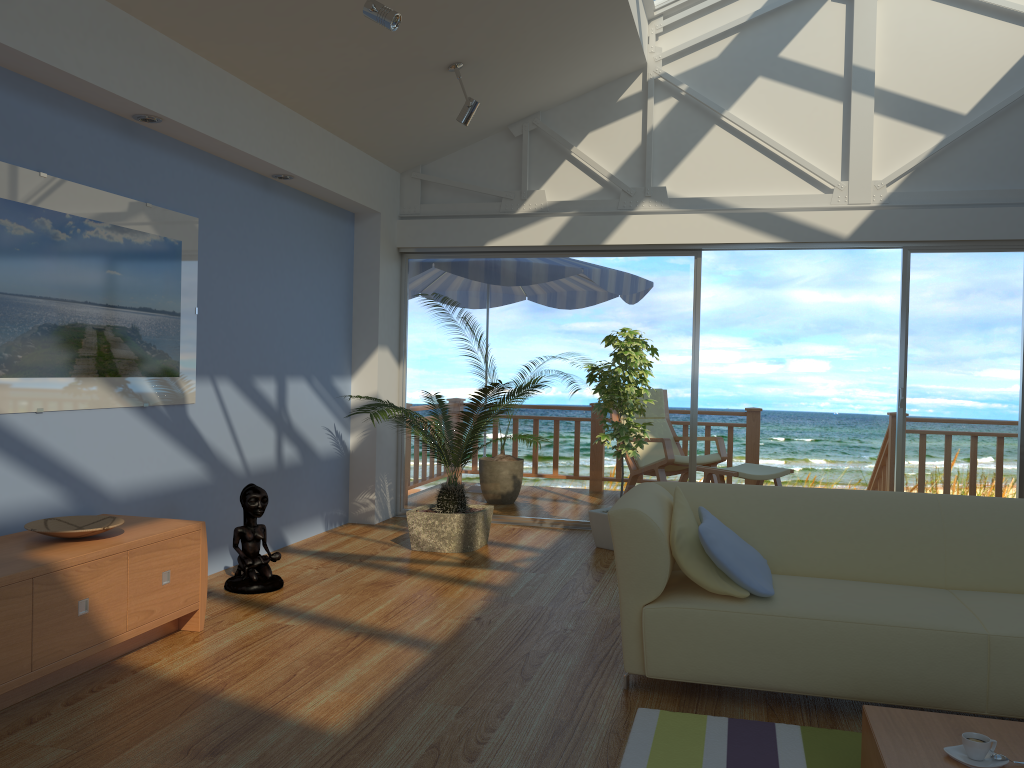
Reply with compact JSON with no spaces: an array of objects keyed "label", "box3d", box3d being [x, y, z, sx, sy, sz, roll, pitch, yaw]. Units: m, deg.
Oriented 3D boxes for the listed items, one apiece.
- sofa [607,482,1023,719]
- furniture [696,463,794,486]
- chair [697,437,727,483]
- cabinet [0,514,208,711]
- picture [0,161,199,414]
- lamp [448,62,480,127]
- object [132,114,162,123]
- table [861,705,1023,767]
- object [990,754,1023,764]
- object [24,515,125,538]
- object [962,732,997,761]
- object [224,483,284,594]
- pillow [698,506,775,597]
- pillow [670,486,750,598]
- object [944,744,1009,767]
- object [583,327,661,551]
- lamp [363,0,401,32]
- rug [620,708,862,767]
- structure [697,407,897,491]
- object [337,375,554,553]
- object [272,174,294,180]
[{"label":"sofa","box3d":[1.611,0.748,3.220,2.448,0.597,0.950,2,1,14]},{"label":"furniture","box3d":[1.732,0.837,6.680,0.619,0.427,0.449,1,1,-31]},{"label":"chair","box3d":[1.282,0.537,7.450,0.632,0.982,0.859,1,1,-31]},{"label":"cabinet","box3d":[-1.760,0.800,2.869,0.500,0.468,1.911,2,1,14]},{"label":"picture","box3d":[-1.775,-0.362,3.804,0.005,0.937,1.419,2,1,14]},{"label":"lamp","box3d":[-0.280,-1.685,5.172,0.194,0.353,0.125,1,1,-3]},{"label":"object","box3d":[-1.619,-1.196,3.941,0.122,0.050,0.122,1,1,-2]},{"label":"table","box3d":[1.262,1.007,1.986,0.800,0.198,0.800,2,1,14]},{"label":"object","box3d":[1.198,0.893,2.107,0.119,0.021,0.025,1,1,5]},{"label":"object","box3d":[-1.633,0.545,3.317,0.337,0.053,0.337,2,1,16]},{"label":"object","box3d":[1.119,0.873,2.133,0.078,0.049,0.062,1,1,-40]},{"label":"object","box3d":[-1.286,0.761,4.443,0.291,0.517,0.292,1,1,-40]},{"label":"pillow","box3d":[0.826,0.612,3.287,0.272,0.244,0.566,2,1,12]},{"label":"pillow","box3d":[0.732,0.572,3.303,0.275,0.312,0.571,2,1,12]},{"label":"object","box3d":[1.113,0.897,2.128,0.118,0.016,0.118,1,1,-20]},{"label":"object","box3d":[0.723,0.341,5.614,0.495,1.409,0.699,1,1,-12]},{"label":"lamp","box3d":[-0.600,-1.682,3.814,0.254,0.327,0.118,1,1,-3]},{"label":"rug","box3d":[1.261,1.114,2.003,2.100,0.018,1.400,2,1,14]},{"label":"structure","box3d":[2.759,1.113,7.937,6.950,2.064,4.086,2,1,14]},{"label":"object","box3d":[-0.449,0.472,5.602,1.413,1.093,1.488,1,1,-3]},{"label":"object","box3d":[-1.319,-1.208,5.102,0.122,0.050,0.122,1,1,-2]}]
